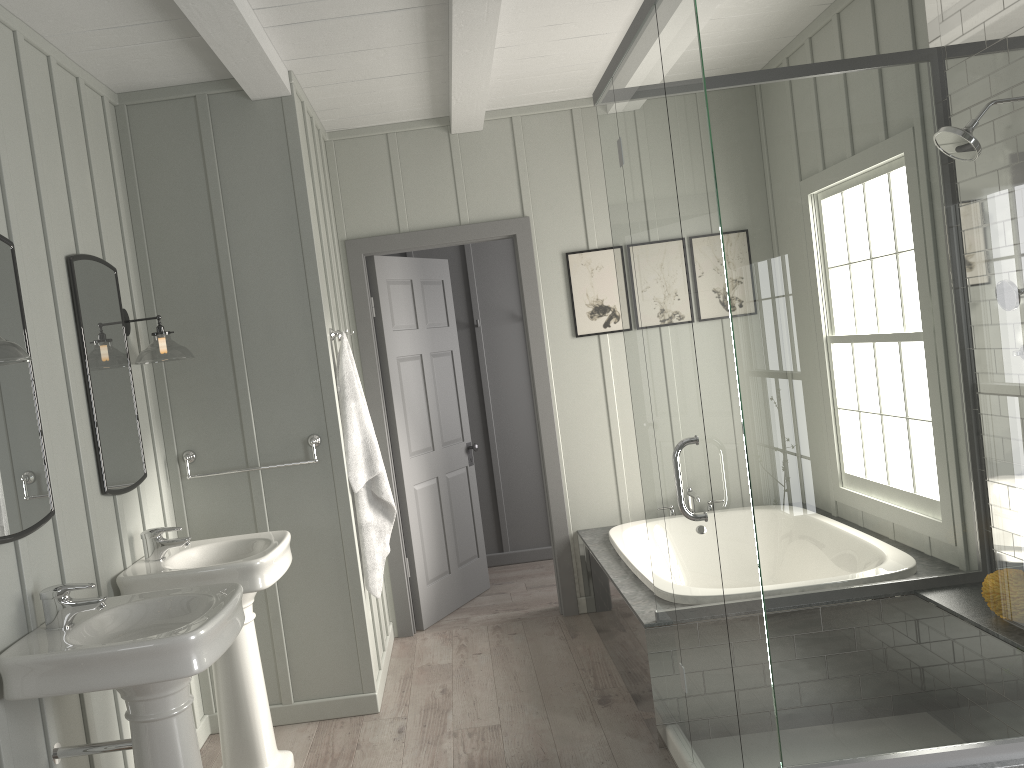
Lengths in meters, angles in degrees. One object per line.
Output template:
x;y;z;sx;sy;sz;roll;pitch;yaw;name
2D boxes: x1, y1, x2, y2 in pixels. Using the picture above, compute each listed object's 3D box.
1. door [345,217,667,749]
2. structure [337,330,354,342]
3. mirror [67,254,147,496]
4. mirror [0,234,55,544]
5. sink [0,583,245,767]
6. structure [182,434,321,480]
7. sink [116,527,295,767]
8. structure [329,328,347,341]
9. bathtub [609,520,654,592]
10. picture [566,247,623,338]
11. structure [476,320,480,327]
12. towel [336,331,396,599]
-0.375;0.400;1.727;4.257;2.197;7.782;-7;3;-3;door
-0.794;-0.235;4.215;0.079;0.056;0.056;-7;3;-1;structure
-1.485;-0.034;3.268;0.015;0.884;0.424;-7;3;-4;mirror
-1.427;-0.006;2.453;0.015;0.884;0.424;-7;3;-4;mirror
-1.024;1.044;2.519;0.567;1.014;0.569;-7;3;-2;sink
-1.118;0.314;3.793;0.602;0.123;0.054;-7;3;0;structure
-1.081;1.016;3.329;0.567;1.014;0.569;-7;3;-2;sink
-0.776;-0.226;3.962;0.079;0.056;0.056;-7;3;-1;structure
1.046;0.825;4.063;1.048;0.490;1.561;-7;3;-2;bathtub
0.474;-0.500;4.789;0.313;0.461;0.012;-7;3;0;picture
-0.237;-0.416;6.105;0.019;0.051;0.136;-7;3;-4;structure
-0.644;0.359;3.999;0.162;1.204;0.317;-7;3;2;towel
